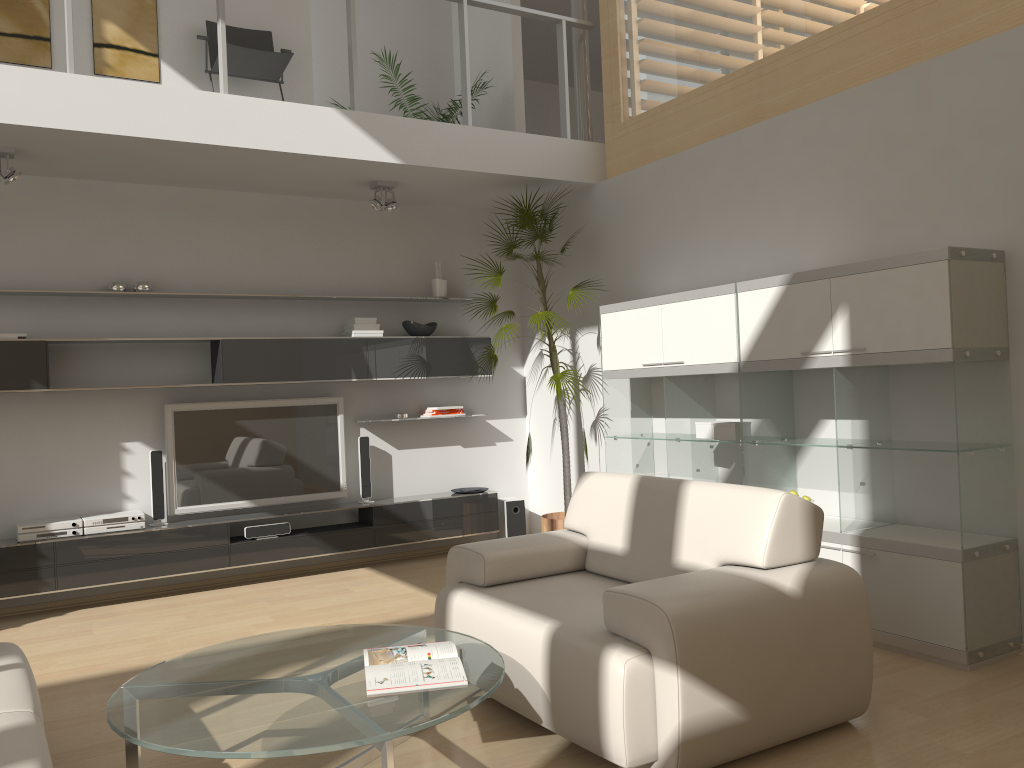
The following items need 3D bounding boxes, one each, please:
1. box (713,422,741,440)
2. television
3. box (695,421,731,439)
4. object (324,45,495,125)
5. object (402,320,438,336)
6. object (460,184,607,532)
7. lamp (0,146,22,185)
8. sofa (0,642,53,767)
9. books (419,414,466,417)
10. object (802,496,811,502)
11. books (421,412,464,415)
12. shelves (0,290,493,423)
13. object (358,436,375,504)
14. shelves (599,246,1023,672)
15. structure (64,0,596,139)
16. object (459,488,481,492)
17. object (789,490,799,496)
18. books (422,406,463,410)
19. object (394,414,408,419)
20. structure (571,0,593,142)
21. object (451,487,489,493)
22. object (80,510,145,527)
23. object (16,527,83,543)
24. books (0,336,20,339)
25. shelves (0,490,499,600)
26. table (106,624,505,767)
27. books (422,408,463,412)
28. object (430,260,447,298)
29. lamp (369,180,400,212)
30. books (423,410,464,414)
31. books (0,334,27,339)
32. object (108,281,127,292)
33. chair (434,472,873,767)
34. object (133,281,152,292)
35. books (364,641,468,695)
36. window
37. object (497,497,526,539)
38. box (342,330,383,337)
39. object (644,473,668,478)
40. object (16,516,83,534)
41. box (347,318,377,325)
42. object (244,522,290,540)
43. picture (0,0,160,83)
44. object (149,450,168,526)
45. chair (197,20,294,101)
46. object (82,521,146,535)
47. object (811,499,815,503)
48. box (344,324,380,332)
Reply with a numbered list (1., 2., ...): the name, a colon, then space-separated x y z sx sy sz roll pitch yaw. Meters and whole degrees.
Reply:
1. box: 1.225 0.261 4.936 0.146 0.094 0.146 -2 0 -41
2. television: -1.756 0.478 6.160 1.224 0.735 0.096 -2 0 -31
3. box: 1.166 0.265 5.134 0.146 0.094 0.146 -2 0 -26
4. object: -0.713 -2.218 7.311 1.331 1.069 1.491 -2 0 -33
5. object: -0.693 -0.412 6.705 0.223 0.125 0.317 -3 0 38
6. object: 0.722 -0.088 5.770 2.706 2.668 0.983 -3 0 39
7. lamp: -2.854 -1.211 4.943 0.214 0.195 0.150 -2 0 -31
8. sofa: -1.803 0.907 2.190 1.168 0.846 2.093 -2 0 -31
9. books: -0.537 0.241 6.802 0.296 0.013 0.210 -2 0 -31
10. object: 1.512 0.596 4.558 0.047 0.045 0.047 -2 0 -30
11. books: -0.534 0.228 6.804 0.268 0.011 0.190 -2 0 -29
12. shelves: -2.049 -0.140 5.885 4.236 0.914 0.300 -2 0 -31
13. object: -1.077 0.625 6.489 0.111 0.483 0.116 -2 0 -24
14. shelves: 1.389 0.335 4.799 0.408 1.756 2.432 -2 0 -31
15. structure: -1.703 -2.107 5.148 5.400 0.900 0.080 -2 0 -31
16. object: -0.326 0.824 6.867 0.178 0.020 0.178 -3 0 42
17. object: 1.452 0.574 4.574 0.055 0.056 0.055 -2 0 -31
18. books: -0.532 0.184 6.796 0.227 0.017 0.230 -2 0 -36
19. object: -0.834 0.241 6.657 0.106 0.035 0.105 -2 0 5
20. structure: 0.499 -2.941 6.674 0.122 2.400 0.121 -2 0 11
21. object: -0.326 0.827 6.867 0.294 0.020 0.294 -2 0 9
22. object: -2.512 0.848 5.581 0.349 0.049 0.262 -2 0 -31
23. object: -2.815 0.908 5.399 0.349 0.049 0.262 -2 0 -31
24. books: -3.047 -0.267 5.294 0.190 0.015 0.254 -2 0 -24
25. shelves: -1.998 1.058 5.878 4.236 0.312 0.300 -2 0 -31
26. table: -0.614 1.100 2.796 1.198 0.370 1.198 -2 0 -13
27. books: -0.535 0.200 6.809 0.254 0.015 0.190 -2 0 -29
28. object: -0.562 -0.801 6.845 0.129 0.291 0.129 -3 0 31
29. lamp: -0.884 -1.287 6.122 0.214 0.195 0.150 -2 0 -31
30. books: -0.526 0.215 6.810 0.254 0.015 0.190 -2 0 -35
31. books: -3.035 -0.283 5.297 0.230 0.017 0.227 -2 0 -31
32. object: -2.537 -0.619 5.702 0.115 0.081 0.115 -3 0 40
33. chair: 0.460 0.819 3.528 1.165 0.846 1.562 -2 0 -31
34. object: -2.390 -0.625 5.740 0.115 0.081 0.115 -3 0 40
35. books: -0.318 0.884 2.825 0.297 0.037 0.440 -2 0 -11
36. window: 1.386 -2.988 5.210 0.020 2.200 2.525 -2 0 -31
37. object: -0.009 1.100 7.019 0.150 0.374 0.275 -2 0 -20
38. box: -1.091 -0.358 6.473 0.232 0.047 0.232 -2 0 -31
39. object: 0.913 0.651 5.556 0.130 0.177 0.172 -2 0 -41
40. object: -2.817 0.860 5.399 0.349 0.049 0.262 -2 0 -31
41. box: -1.096 -0.453 6.473 0.168 0.047 0.168 -2 0 -31
42. object: -1.655 0.992 5.980 0.300 0.092 0.085 -2 0 -31
43. picture: -3.115 -2.883 5.505 1.684 1.800 0.010 -2 0 -31
44. object: -2.302 0.672 5.752 0.111 0.483 0.116 -2 0 -34
45. chair: -1.757 -2.063 5.934 0.628 0.825 0.537 -2 0 -31
46. object: -2.513 0.897 5.586 0.349 0.049 0.250 -2 0 -31
47. object: 1.454 0.653 4.565 0.206 0.105 0.206 -3 0 14
48. box: -1.095 -0.405 6.474 0.200 0.047 0.200 -2 0 -31
